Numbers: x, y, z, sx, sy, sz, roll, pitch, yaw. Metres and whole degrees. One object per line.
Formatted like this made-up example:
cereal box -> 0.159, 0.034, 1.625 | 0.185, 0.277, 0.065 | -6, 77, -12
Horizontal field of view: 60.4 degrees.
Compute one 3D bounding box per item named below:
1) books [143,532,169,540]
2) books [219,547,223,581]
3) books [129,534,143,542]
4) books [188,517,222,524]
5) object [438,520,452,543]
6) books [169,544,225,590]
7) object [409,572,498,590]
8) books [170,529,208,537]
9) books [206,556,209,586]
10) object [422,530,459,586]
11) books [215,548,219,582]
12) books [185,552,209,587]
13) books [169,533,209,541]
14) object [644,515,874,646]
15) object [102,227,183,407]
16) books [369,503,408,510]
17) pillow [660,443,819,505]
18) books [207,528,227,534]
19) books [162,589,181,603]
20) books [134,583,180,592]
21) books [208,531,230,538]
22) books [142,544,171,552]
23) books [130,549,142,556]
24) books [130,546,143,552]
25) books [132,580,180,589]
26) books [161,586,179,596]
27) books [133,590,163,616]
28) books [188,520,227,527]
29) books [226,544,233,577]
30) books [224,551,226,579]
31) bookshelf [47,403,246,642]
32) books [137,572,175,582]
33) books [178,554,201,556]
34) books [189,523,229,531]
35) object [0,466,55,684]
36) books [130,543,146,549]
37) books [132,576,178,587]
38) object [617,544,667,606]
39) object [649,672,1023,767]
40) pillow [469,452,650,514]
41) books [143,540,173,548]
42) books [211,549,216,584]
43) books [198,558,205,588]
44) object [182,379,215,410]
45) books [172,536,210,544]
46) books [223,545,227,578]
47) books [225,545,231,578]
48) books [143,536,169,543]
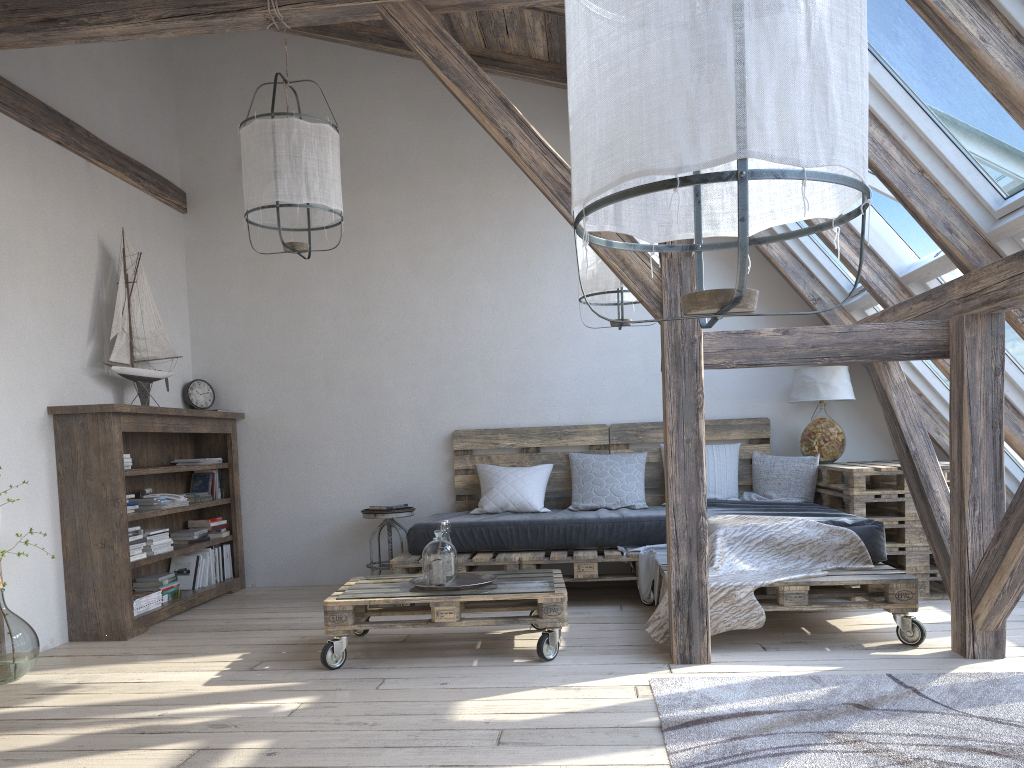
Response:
books -> -2.050, 0.851, 4.917 | 0.157, 0.017, 0.219 | -3, -4, 10
books -> -1.945, 1.161, 5.660 | 0.157, 0.221, 0.017 | -2, 3, 5
books -> -2.050, 0.809, 4.591 | 0.157, 0.021, 0.219 | -2, -4, 0
books -> -1.990, 0.884, 5.707 | 0.143, 0.019, 0.201 | -3, -4, 5
object -> -0.300, 0.756, 3.986 | 0.071, 0.269, 0.153 | -2, 2, 5
books -> -1.984, 1.142, 5.531 | 0.201, 0.249, 0.410 | -2, -2, 5
object -> -0.260, 0.876, 3.901 | 0.395, 0.022, 0.394 | -4, -4, 24
books -> -1.998, 0.921, 5.442 | 0.152, 0.024, 0.228 | -2, -4, 1
books -> -1.960, 1.168, 5.488 | 0.139, 0.184, 0.065 | -2, 3, 5
object -> -0.313, 0.757, 3.822 | 0.155, 0.248, 0.156 | -3, 2, -27
books -> -1.955, 1.159, 5.621 | 0.158, 0.220, 0.021 | -2, 3, 5
books -> -1.968, 1.152, 5.453 | 0.157, 0.213, 0.090 | -2, 2, 5
books -> -1.998, 0.943, 5.441 | 0.160, 0.023, 0.211 | -3, -4, 5
object -> 1.086, 0.855, 3.871 | 0.812, 0.475, 1.007 | -4, -3, 34
object -> -2.077, -0.350, 4.955 | 0.140, 0.996, 0.787 | -2, 1, 10
books -> -0.787, 0.781, 5.612 | 0.150, 0.021, 0.204 | -5, -4, 34
pillow -> 1.396, 0.549, 5.443 | 0.969, 0.401, 0.385 | -3, 0, 21
books -> -1.967, 0.950, 5.690 | 0.204, 0.021, 0.150 | -2, -4, -6
books -> -2.019, 1.211, 5.016 | 0.173, 0.039, 0.223 | -3, -4, 5
books -> -2.020, 1.160, 5.014 | 0.158, 0.021, 0.224 | -3, -4, 5
books -> -1.960, 0.977, 5.697 | 0.219, 0.030, 0.162 | -2, -4, -2
books -> -2.027, 0.913, 4.900 | 0.157, 0.017, 0.219 | -3, -4, 5
books -> -2.061, 0.888, 4.592 | 0.157, 0.021, 0.219 | -3, -4, 5
books -> -2.057, 0.868, 4.596 | 0.157, 0.017, 0.219 | -3, -4, 5
books -> -2.034, 1.145, 5.023 | 0.173, 0.013, 0.229 | -3, -4, 8
books -> -2.019, 1.181, 5.016 | 0.157, 0.021, 0.224 | -2, -4, 0
books -> -2.036, 1.165, 4.676 | 0.238, 0.088, 0.316 | -2, -3, 4
books -> -1.970, 0.903, 5.690 | 0.157, 0.021, 0.218 | -3, -4, 9
books -> -1.933, 1.171, 5.814 | 0.157, 0.221, 0.036 | -2, 3, 5
books -> -1.939, 1.184, 5.744 | 0.139, 0.186, 0.018 | -2, 3, 5
bookshelf -> -2.002, 0.741, 5.114 | 0.348, 1.177, 1.622 | -2, -1, 5
books -> -2.033, 1.103, 5.026 | 0.132, 0.021, 0.199 | -2, -4, 4
books -> -2.005, 1.153, 5.410 | 0.157, 0.207, 0.107 | -2, 2, 5
books -> -1.963, 0.927, 5.699 | 0.161, 0.026, 0.202 | -3, -4, 13
object -> -2.156, 0.685, 3.756 | 0.275, 1.125, 0.513 | -3, 2, -9
books -> -2.043, 0.849, 4.583 | 0.157, 0.017, 0.219 | -3, -4, 10
books -> -2.036, 1.125, 5.021 | 0.174, 0.025, 0.221 | -2, -4, 0
object -> 0.883, 0.997, 4.661 | 0.504, 0.278, 0.709 | -2, -3, -11
object -> 1.463, 0.934, 1.630 | 2.188, 0.056, 3.186 | -3, -4, 5
pillow -> 0.298, 0.611, 5.505 | 1.130, 0.357, 0.350 | -3, 0, 5
books -> -2.025, 0.897, 4.917 | 0.157, 0.017, 0.219 | -3, -4, 10
books -> -1.954, 1.155, 5.549 | 0.157, 0.221, 0.017 | -2, 3, 5
books -> -1.971, 1.167, 5.420 | 0.139, 0.176, 0.094 | -2, 2, 5
object -> -2.061, 0.073, 5.797 | 0.082, 0.210, 0.204 | 0, 1, 41
books -> -1.996, 0.966, 5.435 | 0.152, 0.024, 0.228 | -3, -4, 13
books -> -1.956, 1.169, 5.765 | 0.158, 0.220, 0.021 | -2, 3, 5
books -> -1.937, 1.170, 5.786 | 0.158, 0.220, 0.021 | -2, 3, 5
books -> -2.023, 0.866, 4.908 | 0.139, 0.018, 0.184 | -3, -4, 5
